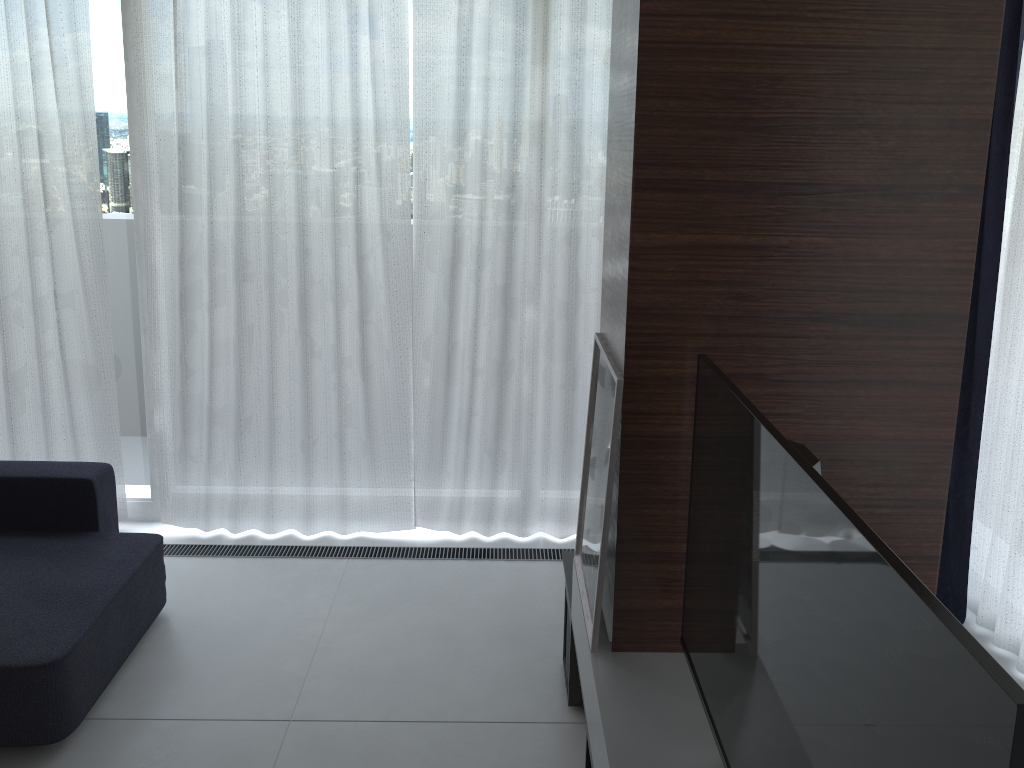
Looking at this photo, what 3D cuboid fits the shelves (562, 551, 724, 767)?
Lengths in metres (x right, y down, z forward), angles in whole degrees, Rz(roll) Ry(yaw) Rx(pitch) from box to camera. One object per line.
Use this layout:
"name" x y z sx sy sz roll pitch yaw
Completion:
"shelves" 0.626 0.980 1.997 0.872 0.490 2.396 1 15 -1

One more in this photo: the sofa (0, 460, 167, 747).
"sofa" -2.202 0.870 2.013 1.898 0.597 2.929 1 15 -1

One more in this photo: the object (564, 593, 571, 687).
"object" 0.305 0.841 2.868 0.254 0.247 0.217 1 13 -1

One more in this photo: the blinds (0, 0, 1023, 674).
"blinds" -1.610 0.048 1.056 7.134 2.724 5.912 2 15 3

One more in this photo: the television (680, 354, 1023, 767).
"television" 0.439 0.482 1.421 0.298 0.771 1.254 1 14 -1

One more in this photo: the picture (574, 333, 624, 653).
"picture" 0.224 0.258 2.360 0.053 0.688 0.509 1 13 -1
